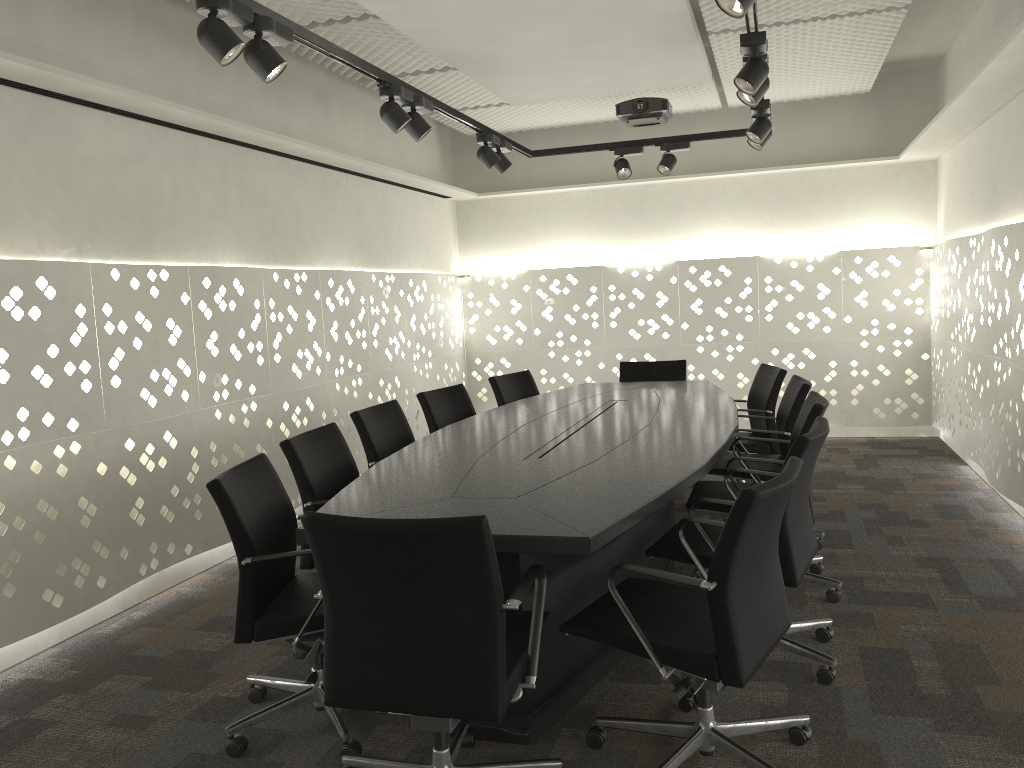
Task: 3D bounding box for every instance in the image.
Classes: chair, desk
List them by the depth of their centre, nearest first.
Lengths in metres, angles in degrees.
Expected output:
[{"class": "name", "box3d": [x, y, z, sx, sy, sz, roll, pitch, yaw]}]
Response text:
[{"class": "chair", "box3d": [-0.186, 0.623, 2.080, 0.559, 0.757, 0.579, -1, 6, 21]}, {"class": "chair", "box3d": [0.445, 0.579, 2.195, 0.579, 0.757, 0.559, 1, 7, 36]}, {"class": "chair", "box3d": [-0.553, 0.595, 2.568, 0.579, 0.757, 0.559, -2, 6, 7]}, {"class": "chair", "box3d": [0.743, 0.504, 2.815, 0.579, 0.757, 0.559, 0, 6, 31]}, {"class": "chair", "box3d": [-0.499, 0.534, 3.178, 0.579, 0.757, 0.559, -1, 6, 17]}, {"class": "chair", "box3d": [0.971, 0.431, 3.447, 0.579, 0.757, 0.559, -1, 6, 21]}, {"class": "desk", "box3d": [0.321, 0.492, 3.689, 1.223, 0.658, 3.364, -1, 6, 17]}, {"class": "chair", "box3d": [-0.377, 0.462, 3.858, 0.579, 0.757, 0.559, -1, 6, 21]}, {"class": "chair", "box3d": [1.128, 0.360, 4.094, 0.579, 0.757, 0.559, -1, 6, 17]}, {"class": "chair", "box3d": [-0.151, 0.393, 4.450, 0.579, 0.757, 0.559, 0, 6, 31]}, {"class": "chair", "box3d": [1.210, 0.290, 4.771, 0.579, 0.757, 0.559, -2, 6, 7]}, {"class": "chair", "box3d": [0.189, 0.312, 5.100, 0.579, 0.757, 0.559, 1, 7, 36]}, {"class": "chair", "box3d": [0.854, 0.251, 5.373, 0.559, 0.757, 0.579, -1, 6, 21]}]

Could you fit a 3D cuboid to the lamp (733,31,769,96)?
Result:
[{"class": "lamp", "box3d": [0.857, -1.158, 3.188, 0.126, 0.224, 0.213, -1, 6, 20]}]

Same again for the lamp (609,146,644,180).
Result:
[{"class": "lamp", "box3d": [0.696, -1.364, 5.411, 0.213, 0.224, 0.126, -1, 6, 20]}]

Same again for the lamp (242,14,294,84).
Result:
[{"class": "lamp", "box3d": [-0.742, -1.027, 2.703, 0.126, 0.224, 0.213, -1, 6, 20]}]

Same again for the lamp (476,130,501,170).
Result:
[{"class": "lamp", "box3d": [-0.120, -1.259, 4.764, 0.126, 0.224, 0.213, -1, 6, 20]}]

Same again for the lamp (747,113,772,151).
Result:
[{"class": "lamp", "box3d": [1.261, -1.308, 4.525, 0.126, 0.224, 0.213, -1, 6, 20]}]

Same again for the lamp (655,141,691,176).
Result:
[{"class": "lamp", "box3d": [0.971, -1.371, 5.337, 0.214, 0.224, 0.118, -2, 6, 6]}]

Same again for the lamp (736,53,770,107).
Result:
[{"class": "lamp", "box3d": [0.921, -1.181, 3.401, 0.126, 0.224, 0.213, -1, 6, 20]}]

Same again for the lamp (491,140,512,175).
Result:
[{"class": "lamp", "box3d": [-0.055, -1.282, 4.976, 0.126, 0.224, 0.213, -1, 6, 20]}]

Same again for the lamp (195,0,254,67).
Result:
[{"class": "lamp", "box3d": [-0.806, -1.003, 2.490, 0.126, 0.224, 0.213, -1, 6, 20]}]

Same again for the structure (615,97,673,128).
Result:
[{"class": "structure", "box3d": [0.847, -1.736, 5.665, 0.327, 0.144, 0.371, -1, 6, 17]}]

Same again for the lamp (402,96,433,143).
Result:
[{"class": "lamp", "box3d": [-0.402, -1.153, 3.827, 0.126, 0.224, 0.213, -1, 6, 20]}]

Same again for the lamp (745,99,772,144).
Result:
[{"class": "lamp", "box3d": [1.196, -1.284, 4.313, 0.126, 0.224, 0.213, -1, 6, 20]}]

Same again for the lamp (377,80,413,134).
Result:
[{"class": "lamp", "box3d": [-0.466, -1.129, 3.615, 0.126, 0.224, 0.213, -1, 6, 20]}]

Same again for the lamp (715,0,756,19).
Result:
[{"class": "lamp", "box3d": [0.574, -1.052, 2.252, 0.126, 0.224, 0.213, -1, 6, 20]}]
